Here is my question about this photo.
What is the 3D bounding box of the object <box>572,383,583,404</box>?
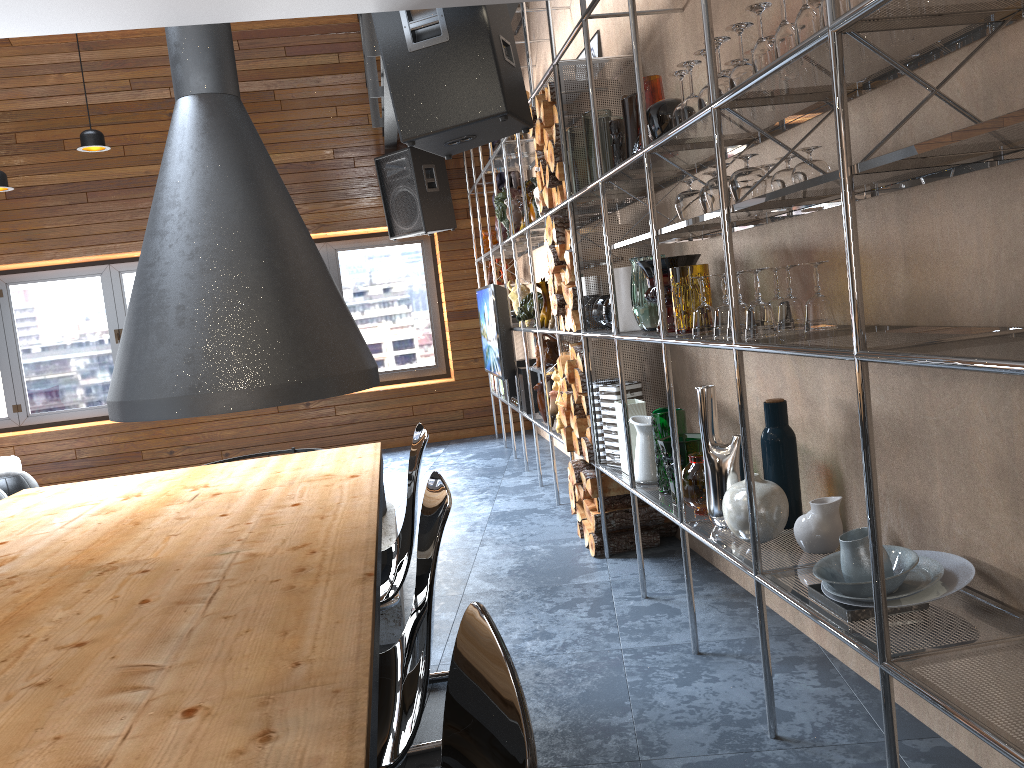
[{"bbox_3d":[0.448,0.027,4.004,0.329,0.107,0.128,-7,5,-7],"label":"object"}]

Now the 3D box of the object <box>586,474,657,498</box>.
[{"bbox_3d":[0.498,0.439,3.951,0.331,0.105,0.105,-7,5,-11],"label":"object"}]

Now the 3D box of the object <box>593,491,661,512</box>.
[{"bbox_3d":[0.513,0.488,3.993,0.288,0.135,0.109,-7,5,-4],"label":"object"}]

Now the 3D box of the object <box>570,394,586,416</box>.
[{"bbox_3d":[0.435,0.079,4.095,0.331,0.110,0.101,-7,5,-6],"label":"object"}]

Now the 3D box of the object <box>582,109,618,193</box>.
[{"bbox_3d":[0.360,-0.945,3.611,0.122,0.313,0.122,-5,5,13],"label":"object"}]

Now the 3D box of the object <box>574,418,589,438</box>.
[{"bbox_3d":[0.451,0.183,4.071,0.330,0.098,0.103,-7,5,-10],"label":"object"}]

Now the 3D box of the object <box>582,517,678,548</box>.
[{"bbox_3d":[0.550,0.676,4.078,0.428,0.131,0.154,-7,5,-7],"label":"object"}]

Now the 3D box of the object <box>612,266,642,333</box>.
[{"bbox_3d":[0.472,-0.326,3.374,0.175,0.241,0.165,-4,6,28],"label":"object"}]

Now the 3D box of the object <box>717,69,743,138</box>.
[{"bbox_3d":[0.638,-0.819,2.596,0.070,0.184,0.071,-10,6,-31],"label":"object"}]

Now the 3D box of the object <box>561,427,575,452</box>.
[{"bbox_3d":[0.428,0.240,4.271,0.362,0.131,0.154,-7,5,-7],"label":"object"}]

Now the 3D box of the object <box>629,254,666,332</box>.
[{"bbox_3d":[0.493,-0.320,3.148,0.144,0.264,0.142,-4,5,23],"label":"object"}]

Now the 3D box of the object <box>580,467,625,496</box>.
[{"bbox_3d":[0.475,0.429,4.077,0.309,0.131,0.099,-8,5,-11],"label":"object"}]

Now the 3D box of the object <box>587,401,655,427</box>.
[{"bbox_3d":[0.483,0.118,3.979,0.286,0.143,0.143,-7,5,-8],"label":"object"}]

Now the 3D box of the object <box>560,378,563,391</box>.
[{"bbox_3d":[0.396,-0.006,4.362,0.308,0.120,0.097,-8,5,-12],"label":"object"}]

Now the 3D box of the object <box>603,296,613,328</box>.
[{"bbox_3d":[0.438,-0.294,3.561,0.151,0.154,0.151,-7,5,-4],"label":"object"}]

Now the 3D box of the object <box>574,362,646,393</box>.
[{"bbox_3d":[0.433,-0.035,3.924,0.299,0.114,0.135,-7,5,-10],"label":"object"}]

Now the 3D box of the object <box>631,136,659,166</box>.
[{"bbox_3d":[0.453,-0.797,2.995,0.108,0.109,0.109,-5,5,18],"label":"object"}]

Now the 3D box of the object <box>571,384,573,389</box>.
[{"bbox_3d":[0.444,-0.026,4.120,0.321,0.128,0.164,-7,5,-8],"label":"object"}]

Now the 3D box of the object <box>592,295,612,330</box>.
[{"bbox_3d":[0.415,-0.303,3.735,0.150,0.146,0.148,-9,6,-28],"label":"object"}]

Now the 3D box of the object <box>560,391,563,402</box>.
[{"bbox_3d":[0.398,0.049,4.346,0.331,0.110,0.107,-7,5,-10],"label":"object"}]

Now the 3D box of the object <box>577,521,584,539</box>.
[{"bbox_3d":[0.469,0.684,4.306,0.303,0.095,0.087,-7,5,-8],"label":"object"}]

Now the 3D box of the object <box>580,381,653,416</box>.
[{"bbox_3d":[0.462,0.061,3.920,0.310,0.121,0.111,-7,5,-8],"label":"object"}]

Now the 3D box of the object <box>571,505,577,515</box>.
[{"bbox_3d":[0.449,0.597,4.408,0.303,0.088,0.095,-7,5,-9],"label":"object"}]

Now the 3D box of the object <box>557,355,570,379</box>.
[{"bbox_3d":[0.377,-0.098,4.295,0.299,0.119,0.151,-7,5,-5],"label":"object"}]

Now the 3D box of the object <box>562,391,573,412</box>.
[{"bbox_3d":[0.407,0.062,4.172,0.330,0.098,0.107,-8,5,-11],"label":"object"}]

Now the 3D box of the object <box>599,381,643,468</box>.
[{"bbox_3d":[0.473,0.169,3.750,0.140,0.347,0.139,-9,6,-28],"label":"object"}]

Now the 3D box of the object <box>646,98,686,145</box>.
[{"bbox_3d":[0.484,-0.797,2.722,0.149,0.149,0.148,-3,6,36],"label":"object"}]

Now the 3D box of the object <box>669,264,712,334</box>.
[{"bbox_3d":[0.561,-0.265,2.765,0.120,0.206,0.120,-2,6,40],"label":"object"}]

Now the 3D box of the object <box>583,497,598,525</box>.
[{"bbox_3d":[0.496,0.556,4.068,0.329,0.135,0.095,-8,5,-11],"label":"object"}]

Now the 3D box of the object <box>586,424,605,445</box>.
[{"bbox_3d":[0.483,0.203,3.926,0.303,0.088,0.095,-7,5,-9],"label":"object"}]

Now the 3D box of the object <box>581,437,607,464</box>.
[{"bbox_3d":[0.463,0.272,3.949,0.287,0.112,0.126,-7,5,-8],"label":"object"}]

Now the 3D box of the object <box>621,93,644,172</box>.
[{"bbox_3d":[0.430,-0.883,3.093,0.092,0.268,0.092,-5,5,15],"label":"object"}]

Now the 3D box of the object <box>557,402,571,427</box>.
[{"bbox_3d":[0.415,0.117,4.266,0.374,0.131,0.115,-8,5,-12],"label":"object"}]

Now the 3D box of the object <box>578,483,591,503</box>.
[{"bbox_3d":[0.480,0.490,4.139,0.330,0.098,0.107,-8,5,-11],"label":"object"}]

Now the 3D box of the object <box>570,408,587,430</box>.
[{"bbox_3d":[0.421,0.141,4.152,0.288,0.118,0.147,-8,5,-11],"label":"object"}]

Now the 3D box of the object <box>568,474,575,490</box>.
[{"bbox_3d":[0.444,0.434,4.301,0.329,0.107,0.128,-7,5,-7],"label":"object"}]

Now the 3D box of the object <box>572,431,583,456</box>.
[{"bbox_3d":[0.440,0.254,4.146,0.299,0.114,0.135,-7,5,-10],"label":"object"}]

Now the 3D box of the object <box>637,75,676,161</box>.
[{"bbox_3d":[0.461,-0.859,2.865,0.127,0.254,0.126,-3,6,36],"label":"object"}]

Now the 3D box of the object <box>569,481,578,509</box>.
[{"bbox_3d":[0.430,0.525,4.341,0.286,0.143,0.143,-7,5,-8],"label":"object"}]

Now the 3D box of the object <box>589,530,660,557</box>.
[{"bbox_3d":[0.503,0.701,3.971,0.312,0.110,0.103,-8,5,-11],"label":"object"}]

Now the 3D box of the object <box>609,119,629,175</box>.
[{"bbox_3d":[0.396,-0.870,3.290,0.058,0.215,0.077,-5,5,19],"label":"object"}]

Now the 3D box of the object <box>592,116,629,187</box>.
[{"bbox_3d":[0.383,-0.903,3.455,0.113,0.253,0.112,-7,5,-7],"label":"object"}]

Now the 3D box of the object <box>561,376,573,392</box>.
[{"bbox_3d":[0.389,0.000,4.261,0.290,0.153,0.112,-7,5,-11],"label":"object"}]

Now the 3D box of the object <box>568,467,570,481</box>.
[{"bbox_3d":[0.437,0.456,4.390,0.310,0.121,0.111,-7,5,-8],"label":"object"}]

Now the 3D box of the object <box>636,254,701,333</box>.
[{"bbox_3d":[0.533,-0.298,2.957,0.218,0.243,0.216,-8,5,-17],"label":"object"}]

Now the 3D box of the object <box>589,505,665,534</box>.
[{"bbox_3d":[0.516,0.598,3.960,0.321,0.109,0.110,-7,5,-7],"label":"object"}]

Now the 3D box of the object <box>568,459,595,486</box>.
[{"bbox_3d":[0.439,0.403,4.177,0.321,0.128,0.164,-7,5,-8],"label":"object"}]

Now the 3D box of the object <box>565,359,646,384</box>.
[{"bbox_3d":[0.421,-0.074,4.022,0.362,0.115,0.098,-7,5,-8],"label":"object"}]

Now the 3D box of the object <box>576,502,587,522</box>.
[{"bbox_3d":[0.478,0.596,4.262,0.330,0.098,0.103,-7,5,-10],"label":"object"}]

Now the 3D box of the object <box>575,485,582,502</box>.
[{"bbox_3d":[0.470,0.497,4.220,0.331,0.110,0.101,-7,5,-6],"label":"object"}]
